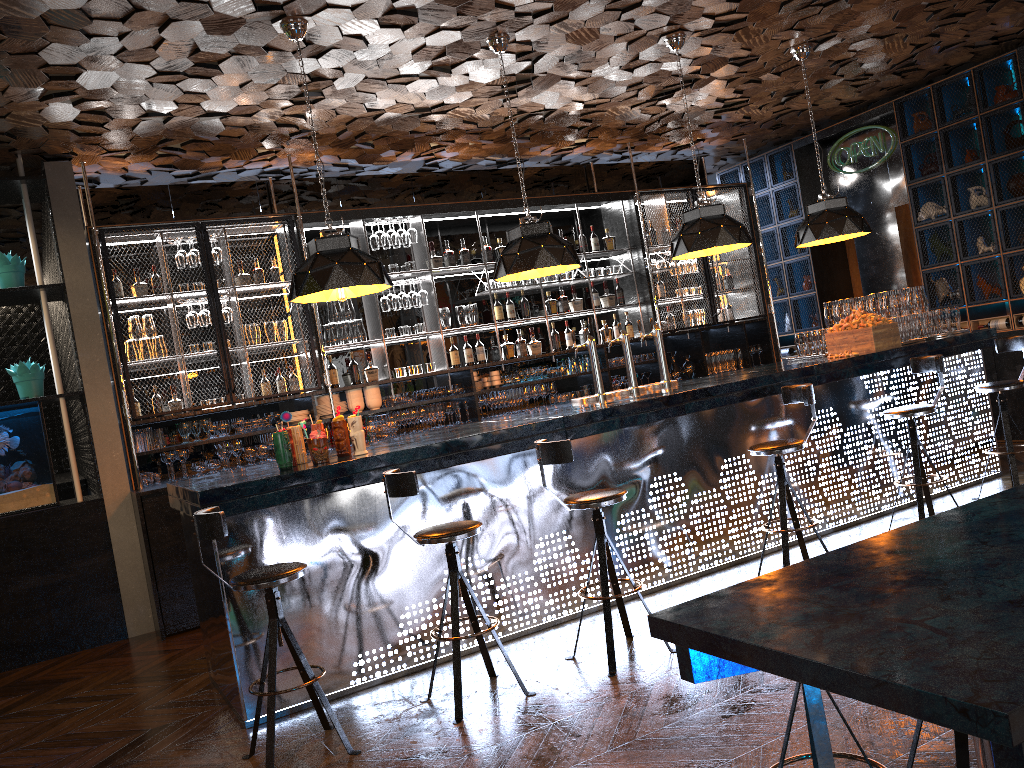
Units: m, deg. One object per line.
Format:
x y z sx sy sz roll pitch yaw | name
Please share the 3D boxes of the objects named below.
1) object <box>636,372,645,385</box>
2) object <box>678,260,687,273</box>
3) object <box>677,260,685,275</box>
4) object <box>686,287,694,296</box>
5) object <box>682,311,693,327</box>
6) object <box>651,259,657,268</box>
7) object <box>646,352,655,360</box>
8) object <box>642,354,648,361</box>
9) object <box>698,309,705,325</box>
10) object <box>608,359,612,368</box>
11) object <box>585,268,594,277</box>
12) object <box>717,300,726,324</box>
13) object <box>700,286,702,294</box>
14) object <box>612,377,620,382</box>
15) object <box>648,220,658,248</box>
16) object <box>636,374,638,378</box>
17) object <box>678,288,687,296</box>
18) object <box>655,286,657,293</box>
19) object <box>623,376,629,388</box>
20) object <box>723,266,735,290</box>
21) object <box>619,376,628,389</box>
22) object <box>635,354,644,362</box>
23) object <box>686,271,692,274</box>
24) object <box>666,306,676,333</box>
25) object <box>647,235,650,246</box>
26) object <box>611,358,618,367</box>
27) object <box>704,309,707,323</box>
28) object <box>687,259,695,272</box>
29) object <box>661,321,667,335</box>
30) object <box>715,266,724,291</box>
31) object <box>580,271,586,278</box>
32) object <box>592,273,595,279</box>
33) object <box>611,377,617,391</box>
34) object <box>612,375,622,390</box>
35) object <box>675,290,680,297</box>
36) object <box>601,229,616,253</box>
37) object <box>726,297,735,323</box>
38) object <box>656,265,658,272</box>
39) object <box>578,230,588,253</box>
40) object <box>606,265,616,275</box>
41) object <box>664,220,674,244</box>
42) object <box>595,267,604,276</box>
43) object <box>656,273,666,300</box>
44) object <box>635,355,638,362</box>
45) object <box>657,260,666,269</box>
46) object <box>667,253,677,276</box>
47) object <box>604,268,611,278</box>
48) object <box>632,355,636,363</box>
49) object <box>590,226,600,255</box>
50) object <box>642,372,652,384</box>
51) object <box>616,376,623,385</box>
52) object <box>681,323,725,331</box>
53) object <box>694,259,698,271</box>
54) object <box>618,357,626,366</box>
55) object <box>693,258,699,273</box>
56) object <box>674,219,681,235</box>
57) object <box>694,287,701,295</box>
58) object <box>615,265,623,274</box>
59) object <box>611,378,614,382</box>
1.345 -0.037 9.215 0.107 0.152 0.107 -10 1 -14 | object
1.831 -1.322 9.545 0.092 0.244 0.092 -10 1 -34 | object
1.850 -1.328 9.742 0.092 0.244 0.092 -10 1 -34 | object
1.943 -1.002 9.654 0.089 0.092 0.089 -10 1 -27 | object
1.924 -0.687 9.678 0.105 0.209 0.105 -11 1 -43 | object
1.492 -1.271 9.408 0.089 0.092 0.089 -10 1 -2 | object
1.426 -0.282 9.119 0.088 0.070 0.098 -10 1 -18 | object
1.378 -0.275 9.204 0.098 0.070 0.088 -10 1 -1 | object
2.059 -0.711 9.692 0.105 0.209 0.105 -11 1 -43 | object
0.955 -0.203 8.885 0.084 0.082 0.084 -10 1 -36 | object
0.793 -1.125 9.019 0.089 0.092 0.089 -11 1 -42 | object
2.334 -0.798 9.874 0.083 0.282 0.083 -11 1 -43 | object
2.096 -1.029 9.667 0.089 0.092 0.089 -11 1 -44 | object
1.093 0.010 9.102 0.106 0.148 0.106 -10 1 4 | object
1.507 -1.607 9.503 0.086 0.297 0.086 -9 1 21 | object
1.246 -0.016 9.055 0.106 0.148 0.106 -10 1 -18 | object
1.837 -0.982 9.531 0.089 0.092 0.089 -11 1 -44 | object
1.469 -0.994 9.433 0.151 0.248 0.094 -10 1 -19 | object
1.192 -0.008 9.157 0.106 0.148 0.106 -10 1 1 | object
2.426 -1.184 9.952 0.083 0.282 0.083 -10 1 -18 | object
1.146 0.002 8.998 0.106 0.148 0.106 -10 1 -9 | object
1.315 -0.263 9.115 0.088 0.070 0.098 -10 1 7 | object
1.936 -1.344 9.789 0.092 0.244 0.092 -10 1 -34 | object
1.701 -0.694 9.537 0.086 0.299 0.086 -9 1 21 | object
1.386 -1.574 9.418 0.123 0.279 0.123 -10 1 -19 | object
1.027 -0.216 8.920 0.084 0.082 0.084 -10 1 -27 | object
2.141 -0.726 9.791 0.105 0.209 0.105 -11 1 -43 | object
1.926 -1.339 9.597 0.092 0.244 0.092 -10 1 -34 | object
1.563 -0.657 9.443 0.123 0.279 0.123 -10 1 -39 | object
2.305 -1.171 9.891 0.086 0.299 0.086 -9 1 21 | object
0.749 -1.120 9.153 0.089 0.092 0.089 -9 1 16 | object
0.820 -1.133 9.230 0.089 0.092 0.089 -11 1 -42 | object
0.995 0.017 8.867 0.089 0.174 0.089 -9 1 23 | object
1.061 0.005 8.970 0.089 0.174 0.089 -9 1 23 | object
1.823 -0.981 9.638 0.089 0.092 0.089 -9 1 29 | object
1.008 -1.491 9.228 0.151 0.248 0.094 -10 1 1 | object
2.435 -0.824 9.945 0.086 0.298 0.086 -9 1 21 | object
1.540 -1.262 9.604 0.089 0.092 0.089 -10 1 -2 | object
0.720 -1.466 9.078 0.086 0.299 0.086 -9 1 21 | object
1.024 -1.167 9.133 0.089 0.092 0.089 -10 1 11 | object
1.695 -1.634 9.601 0.083 0.282 0.083 -10 1 -28 | object
0.905 -1.146 9.112 0.089 0.092 0.089 -10 1 -29 | object
1.592 -1.042 9.518 0.086 0.298 0.086 -9 1 21 | object
1.271 -0.257 9.202 0.088 0.070 0.098 -10 1 -5 | object
1.596 -1.269 9.449 0.089 0.092 0.089 -9 1 23 | object
1.754 -1.311 9.691 0.092 0.244 0.092 -10 1 -34 | object
1.012 -1.167 9.319 0.089 0.092 0.089 -10 1 11 | object
1.216 -0.250 9.021 0.084 0.082 0.084 -9 1 44 | object
0.850 -1.490 9.180 0.086 0.298 0.086 -9 1 21 | object
1.400 -0.045 9.113 0.107 0.152 0.107 -10 1 -2 | object
1.137 0.000 9.258 0.106 0.148 0.106 -10 1 11 | object
2.084 -0.618 9.667 0.437 0.019 0.273 -10 1 -28 | object
2.012 -1.354 9.643 0.092 0.244 0.092 -10 1 -34 | object
1.112 -0.231 8.965 0.084 0.082 0.084 -10 1 -10 | object
2.026 -1.360 9.838 0.092 0.244 0.092 -10 1 -34 | object
1.830 -1.656 9.675 0.123 0.279 0.123 -10 1 -24 | object
2.053 -1.024 9.848 0.089 0.092 0.089 -11 1 -44 | object
1.108 -1.182 9.186 0.089 0.092 0.089 -11 1 -42 | object
1.036 0.018 9.205 0.106 0.148 0.106 -10 1 -9 | object
